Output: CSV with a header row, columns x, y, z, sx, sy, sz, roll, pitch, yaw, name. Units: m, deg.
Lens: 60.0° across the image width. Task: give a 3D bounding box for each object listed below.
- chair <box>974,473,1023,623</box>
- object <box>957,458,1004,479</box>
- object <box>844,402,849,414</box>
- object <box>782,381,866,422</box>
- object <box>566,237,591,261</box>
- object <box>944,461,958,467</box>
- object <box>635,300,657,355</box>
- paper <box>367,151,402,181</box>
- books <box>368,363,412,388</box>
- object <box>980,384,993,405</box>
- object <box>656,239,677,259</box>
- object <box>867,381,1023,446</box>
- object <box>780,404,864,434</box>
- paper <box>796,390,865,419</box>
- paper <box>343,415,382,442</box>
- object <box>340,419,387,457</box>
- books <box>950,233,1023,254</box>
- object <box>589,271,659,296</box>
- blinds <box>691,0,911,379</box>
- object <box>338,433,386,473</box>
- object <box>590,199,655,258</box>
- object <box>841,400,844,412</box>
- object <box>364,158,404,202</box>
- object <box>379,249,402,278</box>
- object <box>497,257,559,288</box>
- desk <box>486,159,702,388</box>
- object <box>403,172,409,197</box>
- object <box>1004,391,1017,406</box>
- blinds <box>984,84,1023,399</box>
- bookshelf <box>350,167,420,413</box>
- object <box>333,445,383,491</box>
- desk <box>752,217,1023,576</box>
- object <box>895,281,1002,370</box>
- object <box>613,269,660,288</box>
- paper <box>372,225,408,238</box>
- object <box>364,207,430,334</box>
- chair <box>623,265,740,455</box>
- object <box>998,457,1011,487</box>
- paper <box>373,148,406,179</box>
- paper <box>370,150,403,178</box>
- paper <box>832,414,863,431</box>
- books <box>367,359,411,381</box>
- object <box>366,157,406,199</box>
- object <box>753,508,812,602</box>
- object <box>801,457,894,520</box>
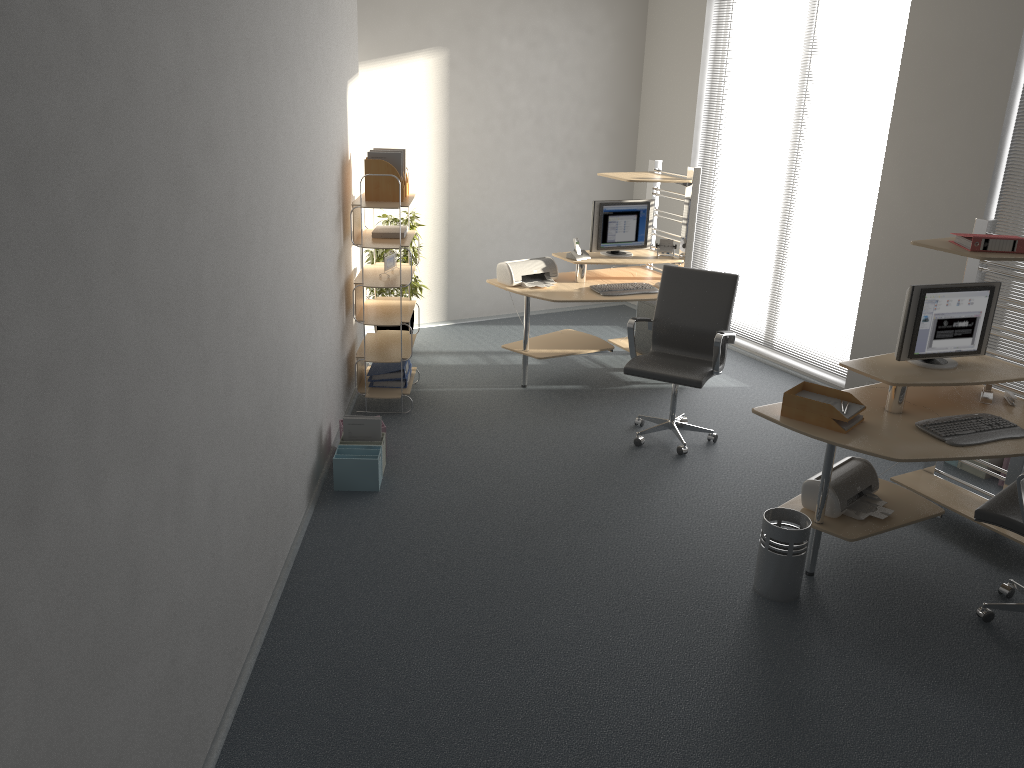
x,y,z,sx,sy,sz,roll,pitch,yaw,name
2.347,0.578,3.674,0.584,1.048,0.652,-15,26,-40,chair
2.876,0.437,5.375,0.245,0.202,0.185,-9,23,-27,object
1.522,0.111,4.036,0.008,0.009,0.159,11,22,23,object
1.445,0.077,4.096,0.309,0.060,0.225,18,25,37,object
0.491,-1.000,6.533,0.150,0.151,0.119,-16,27,-40,object
2.789,0.378,5.527,0.245,0.202,0.185,-9,23,-27,object
1.163,-0.401,6.758,0.199,0.422,0.471,-9,23,-27,object
-0.813,-1.326,5.659,0.213,0.297,0.045,1,20,-4,paper
-0.842,-0.063,6.153,0.262,0.072,0.320,2,20,-1,books
2.379,0.045,4.435,0.054,0.064,0.159,12,22,26,object
1.159,-1.019,6.672,0.154,0.135,0.093,5,20,7,object
1.992,0.135,4.279,0.478,0.082,0.814,-6,21,-20,object
1.443,0.130,4.115,0.309,0.060,0.225,18,25,37,object
1.445,0.094,4.101,0.297,0.010,0.210,18,25,37,paper
-0.854,0.335,5.085,0.220,0.306,0.068,1,20,-2,paper
-0.891,0.328,5.305,0.245,0.202,0.185,-5,21,-19,object
2.324,-0.692,4.270,0.320,0.072,0.262,3,20,3,books
0.707,-0.748,6.578,0.478,0.082,0.814,-6,21,-20,object
2.100,-1.630,6.933,0.037,2.749,1.950,-9,23,-27,blinds
-0.857,0.406,5.095,0.245,0.202,0.185,1,20,-2,object
0.810,-1.183,6.675,0.516,0.418,0.245,-3,21,-13,object
1.514,0.101,4.063,0.008,0.009,0.159,8,21,15,object
-0.811,-1.300,5.647,0.243,0.259,0.113,1,20,-4,object
-0.807,-0.807,5.887,0.077,0.161,0.192,8,21,16,object
0.161,-0.805,6.411,0.438,0.162,0.351,-12,25,-35,object
0.677,-0.761,6.433,1.469,1.566,0.967,-9,23,-27,desk
-0.812,-1.385,5.880,0.243,0.259,0.113,3,20,1,object
2.479,0.069,4.410,0.022,0.042,0.134,7,20,12,object
3.431,-0.745,4.633,0.022,2.770,1.950,-9,23,-27,blinds
-0.836,-0.640,5.957,0.381,1.572,0.724,1,20,-2,bookshelf
-0.851,0.470,4.921,0.245,0.202,0.185,1,20,-2,object
2.004,0.121,4.137,1.469,1.566,0.967,-9,23,-27,desk
2.128,-0.308,4.399,0.516,0.418,0.245,0,20,-7,object
0.993,-0.806,6.757,0.168,0.088,0.742,-8,22,-25,object
-0.812,-1.017,5.921,0.213,0.046,0.297,1,20,-2,paper
-0.923,-0.832,7.110,0.544,1.147,0.644,2,20,0,object
1.040,-0.146,5.534,0.584,1.048,0.652,12,22,25,chair
3.007,0.504,5.202,0.185,0.202,0.245,20,26,40,object
-0.812,-1.411,5.892,0.213,0.297,0.045,3,20,1,paper
-0.816,-1.368,5.775,0.213,0.297,0.045,2,20,-1,paper
1.443,0.142,4.119,0.297,0.019,0.210,18,25,37,paper
-0.850,-0.115,6.134,0.263,0.100,0.320,2,20,-1,books
-0.815,-1.343,5.763,0.243,0.259,0.113,2,20,-1,object
1.222,0.777,4.020,0.208,0.377,0.208,7,21,14,object
1.653,0.510,4.259,0.438,0.162,0.351,-17,27,-41,object
